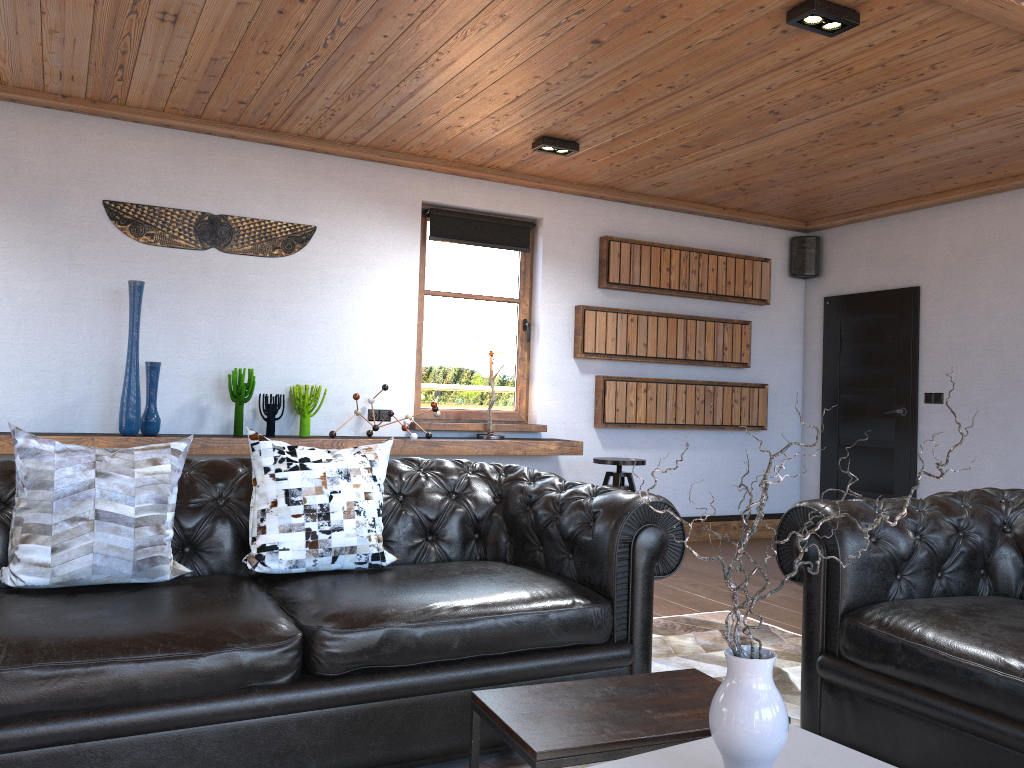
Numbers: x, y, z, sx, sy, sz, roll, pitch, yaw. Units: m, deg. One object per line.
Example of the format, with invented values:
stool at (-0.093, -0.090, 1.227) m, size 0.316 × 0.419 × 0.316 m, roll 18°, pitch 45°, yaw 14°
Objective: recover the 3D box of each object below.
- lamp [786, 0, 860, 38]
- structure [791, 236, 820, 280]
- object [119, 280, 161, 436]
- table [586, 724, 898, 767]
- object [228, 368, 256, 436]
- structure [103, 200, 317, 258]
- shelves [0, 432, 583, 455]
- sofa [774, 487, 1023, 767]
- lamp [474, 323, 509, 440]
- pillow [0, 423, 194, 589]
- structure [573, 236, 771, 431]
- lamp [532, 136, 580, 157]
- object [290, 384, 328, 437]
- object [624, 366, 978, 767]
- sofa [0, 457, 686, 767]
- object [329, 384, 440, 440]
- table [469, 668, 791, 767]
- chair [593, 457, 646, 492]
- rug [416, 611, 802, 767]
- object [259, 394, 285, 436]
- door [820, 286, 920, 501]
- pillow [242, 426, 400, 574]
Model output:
lamp at (1.252, -1.481, 3.568) m, size 0.263 × 0.068 × 0.154 m, roll 3°, pitch -1°, yaw -28°
structure at (2.527, -1.089, 7.631) m, size 0.215 × 0.349 × 0.211 m, roll 3°, pitch -2°, yaw -28°
object at (-2.087, -0.141, 5.017) m, size 0.110 × 0.863 × 0.276 m, roll 1°, pitch -2°, yaw 19°
table at (0.444, 0.939, 1.702) m, size 0.657 × 0.350 × 0.396 m, roll 3°, pitch -2°, yaw -33°
object at (-1.633, 0.110, 5.327) m, size 0.144 × 0.411 × 0.160 m, roll 1°, pitch -2°, yaw 31°
structure at (-1.804, -0.927, 5.396) m, size 1.260 × 0.240 × 0.097 m, roll 3°, pitch -2°, yaw -28°
shelves at (-2.589, 0.244, 4.871) m, size 6.707 × 0.989 × 0.606 m, roll 3°, pitch -2°, yaw -27°
sofa at (1.976, 0.763, 2.182) m, size 1.251 × 0.838 × 2.540 m, roll 3°, pitch -1°, yaw -28°
lamp at (-0.271, 0.327, 6.256) m, size 0.249 × 1.482 × 0.625 m, roll 3°, pitch -2°, yaw -36°
pillow at (-1.244, 0.356, 2.697) m, size 0.533 × 0.469 × 0.280 m, roll 3°, pitch -2°, yaw -25°
structure at (1.270, -0.369, 7.125) m, size 1.870 × 1.446 × 0.317 m, roll 3°, pitch -2°, yaw -28°
lamp at (0.270, -1.475, 5.480) m, size 0.263 × 0.068 × 0.154 m, roll 3°, pitch -1°, yaw -28°
object at (-1.293, 0.165, 5.577) m, size 0.197 × 0.332 × 0.184 m, roll 1°, pitch -2°, yaw 22°
object at (0.505, 0.362, 1.699) m, size 0.624 × 0.808 × 0.403 m, roll 2°, pitch -2°, yaw -17°
sofa at (-0.801, 0.685, 2.871) m, size 2.591 × 0.838 × 1.227 m, roll 3°, pitch -2°, yaw -28°
object at (-0.806, 0.175, 5.747) m, size 0.646 × 0.349 × 0.521 m, roll 2°, pitch -1°, yaw -1°
table at (0.270, 0.942, 2.120) m, size 0.656 × 0.350 × 0.396 m, roll 2°, pitch -2°, yaw -23°
chair at (0.725, 0.875, 6.064) m, size 0.397 × 0.721 × 0.389 m, roll 3°, pitch -2°, yaw -28°
rug at (-0.127, 1.097, 2.698) m, size 4.082 × 0.053 × 2.408 m, roll 2°, pitch -1°, yaw -27°
object at (-1.486, 0.191, 5.459) m, size 0.122 × 0.261 × 0.131 m, roll 1°, pitch -2°, yaw 32°
door at (2.853, 0.287, 7.102) m, size 0.145 × 2.056 × 0.932 m, roll 3°, pitch -2°, yaw -27°
pillow at (-0.637, 0.383, 3.018) m, size 0.533 × 0.469 × 0.280 m, roll 3°, pitch -2°, yaw -25°
